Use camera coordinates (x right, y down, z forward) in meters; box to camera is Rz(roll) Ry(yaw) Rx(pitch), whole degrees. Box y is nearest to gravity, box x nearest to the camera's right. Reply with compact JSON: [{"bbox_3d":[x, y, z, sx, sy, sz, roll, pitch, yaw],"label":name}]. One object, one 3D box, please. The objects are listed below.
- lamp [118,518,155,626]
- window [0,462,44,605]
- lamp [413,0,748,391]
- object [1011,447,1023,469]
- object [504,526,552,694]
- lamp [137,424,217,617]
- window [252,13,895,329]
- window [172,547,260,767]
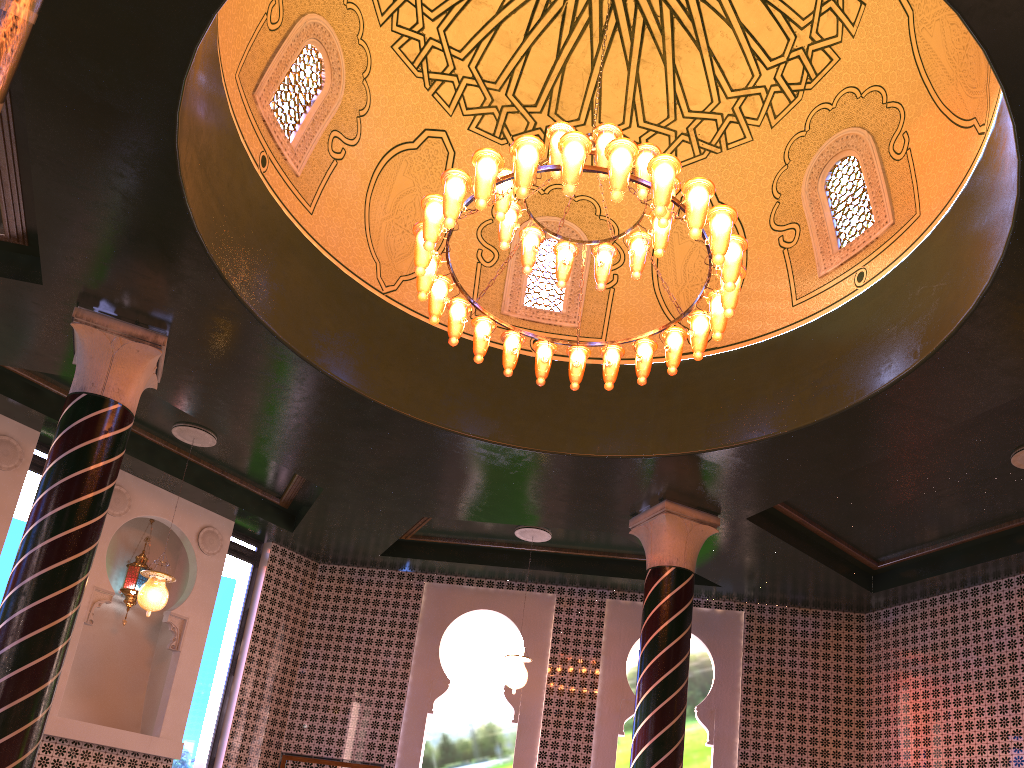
[{"bbox_3d":[-5.013,2.504,11.590,0.327,1.457,0.385,11,-20,-8],"label":"lamp"},{"bbox_3d":[-5.938,2.825,10.084,0.092,3.726,0.822,-5,-23,34],"label":"window"},{"bbox_3d":[0.727,-2.570,7.066,2.501,4.290,2.635,13,-22,-13],"label":"lamp"},{"bbox_3d":[5.047,1.700,8.115,0.538,2.159,0.538,20,-23,-31],"label":"object"},{"bbox_3d":[0.156,3.103,11.798,0.538,2.159,0.538,20,-23,-31],"label":"object"},{"bbox_3d":[-3.976,1.616,10.088,0.538,2.159,0.538,20,-23,-31],"label":"lamp"},{"bbox_3d":[0.578,-2.622,7.117,5.484,1.088,6.255,1,-29,12],"label":"window"},{"bbox_3d":[-4.319,4.242,12.258,0.092,3.726,0.822,-5,-23,34],"label":"window"}]
